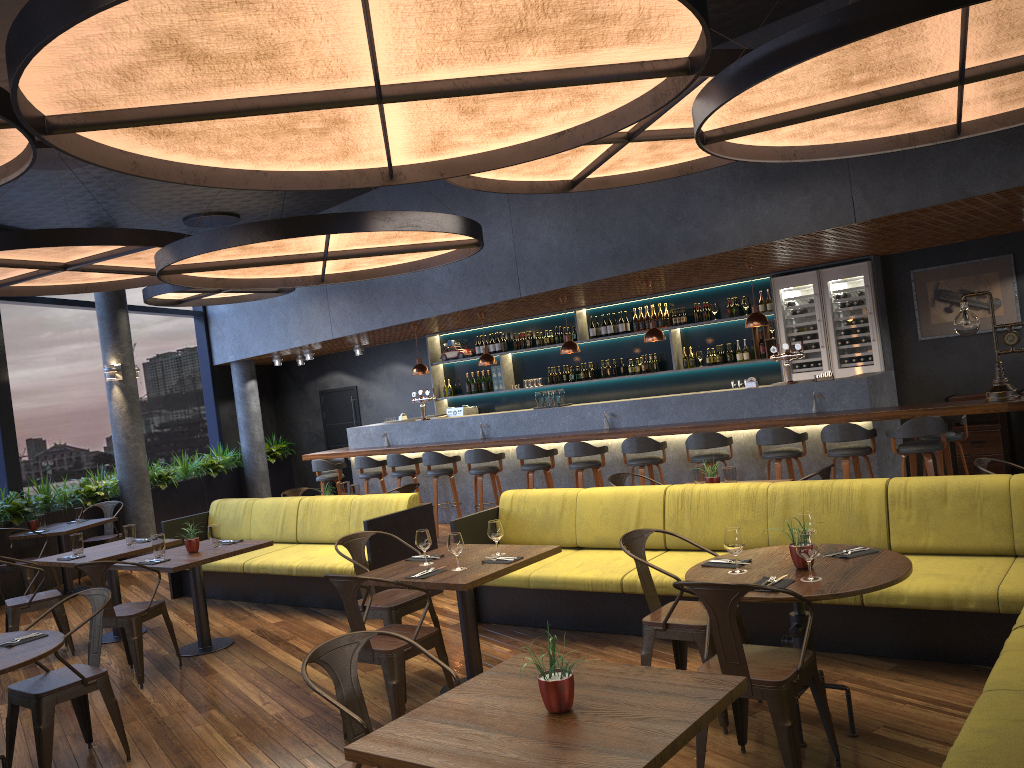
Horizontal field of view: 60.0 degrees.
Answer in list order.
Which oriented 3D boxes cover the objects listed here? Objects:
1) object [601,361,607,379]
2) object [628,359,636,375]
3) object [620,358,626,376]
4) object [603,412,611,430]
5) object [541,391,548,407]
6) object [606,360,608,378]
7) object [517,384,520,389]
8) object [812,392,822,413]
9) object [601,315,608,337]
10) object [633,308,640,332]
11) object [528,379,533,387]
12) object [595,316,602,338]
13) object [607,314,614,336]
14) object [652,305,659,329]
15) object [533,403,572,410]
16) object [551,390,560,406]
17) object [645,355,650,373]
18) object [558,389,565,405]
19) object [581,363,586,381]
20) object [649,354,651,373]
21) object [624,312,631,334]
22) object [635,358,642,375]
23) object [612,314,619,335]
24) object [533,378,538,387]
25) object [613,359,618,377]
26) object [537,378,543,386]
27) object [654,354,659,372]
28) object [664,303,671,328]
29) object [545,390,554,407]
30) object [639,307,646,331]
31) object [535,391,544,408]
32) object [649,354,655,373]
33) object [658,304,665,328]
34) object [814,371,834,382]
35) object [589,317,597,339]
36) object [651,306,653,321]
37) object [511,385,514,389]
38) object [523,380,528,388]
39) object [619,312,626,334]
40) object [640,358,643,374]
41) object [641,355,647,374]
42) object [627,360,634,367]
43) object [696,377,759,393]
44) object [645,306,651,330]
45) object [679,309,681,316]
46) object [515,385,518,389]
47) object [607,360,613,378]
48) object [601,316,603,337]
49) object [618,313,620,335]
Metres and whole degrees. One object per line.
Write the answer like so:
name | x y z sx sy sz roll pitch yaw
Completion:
object | 1.293 -0.205 12.536 0.063 0.254 0.063 -7 0 10
object | 1.658 -0.235 12.298 0.088 0.224 0.088 -7 0 7
object | 1.558 -0.238 12.480 0.063 0.254 0.063 -7 0 -5
object | 1.084 0.416 10.170 0.114 0.203 0.069 -7 0 27
object | 0.420 0.191 11.049 0.105 0.209 0.105 -7 0 -18
object | 1.360 -0.214 12.622 0.063 0.254 0.063 -7 0 25
object | 0.102 0.039 13.503 0.042 0.059 0.042 -7 0 -1
object | 2.987 0.181 8.714 0.114 0.203 0.069 -7 0 -18
object | 1.299 -0.818 12.483 0.085 0.310 0.086 -7 0 -19
object | 1.699 -0.877 12.159 0.084 0.330 0.084 -7 0 44
object | 0.281 -0.014 13.386 0.084 0.119 0.084 -7 0 -8
object | 1.222 -0.808 12.656 0.085 0.310 0.086 -7 0 -38
object | 1.371 -0.826 12.424 0.085 0.310 0.086 -7 0 -25
object | 1.925 -0.905 11.981 0.084 0.330 0.084 -7 0 44
object | 0.502 0.277 10.955 0.437 0.019 0.273 -7 0 37
object | 0.539 0.177 10.817 0.105 0.209 0.105 -7 0 -18
object | 1.856 -0.274 12.190 0.063 0.254 0.063 -7 0 -25
object | 0.603 0.169 10.913 0.105 0.209 0.105 -7 0 -18
object | 1.023 -0.172 12.790 0.063 0.254 0.063 -7 0 -35
object | 1.920 -0.283 12.245 0.063 0.254 0.063 -7 0 -25
object | 1.601 -0.855 12.370 0.085 0.310 0.086 -7 0 -12
object | 1.743 -0.245 12.233 0.088 0.224 0.088 -7 0 -38
object | 1.450 -0.837 12.482 0.085 0.310 0.086 -7 0 -42
object | 0.349 -0.022 13.333 0.084 0.119 0.084 -7 0 -8
object | 1.460 -0.226 12.546 0.063 0.254 0.063 -7 0 10
object | 0.418 -0.030 13.280 0.084 0.119 0.084 -7 0 -8
object | 1.974 -0.289 12.143 0.063 0.254 0.063 -7 0 10
object | 2.098 -0.927 12.007 0.084 0.330 0.084 -7 0 44
object | 0.470 0.185 10.936 0.105 0.209 0.105 -7 0 -18
object | 1.773 -0.887 12.103 0.084 0.330 0.084 -7 0 44
object | 0.346 0.201 10.970 0.105 0.209 0.105 -7 0 -18
object | 1.902 -0.280 12.063 0.063 0.254 0.063 -7 0 45
object | 2.002 -0.915 11.924 0.084 0.330 0.084 -7 0 44
object | 3.108 -0.080 8.829 0.177 0.091 0.091 -7 0 12
object | 1.142 -0.798 12.598 0.085 0.310 0.086 -7 0 -25
object | 1.928 -0.906 12.096 0.084 0.330 0.084 -7 0 44
object | 0.009 0.050 13.574 0.042 0.059 0.042 -7 0 -1
object | 0.214 -0.005 13.437 0.084 0.119 0.084 -7 0 -8
object | 1.526 -0.845 12.309 0.085 0.310 0.086 -7 0 -19
object | 1.812 -0.254 12.322 0.088 0.224 0.088 -7 0 32
object | 1.799 -0.267 12.112 0.063 0.254 0.063 -7 0 30
object | 1.666 -0.228 12.432 0.097 0.206 0.097 -7 0 -21
object | 2.252 0.018 9.512 0.766 0.106 0.200 -7 0 37
object | 1.846 -0.896 12.046 0.084 0.330 0.084 -7 0 44
object | 2.246 -0.892 11.815 0.056 0.227 0.056 -7 0 -1
object | 0.061 0.044 13.488 0.042 0.059 0.042 -7 0 -1
object | 1.372 -0.215 12.474 0.063 0.254 0.063 -7 0 -15
object | 1.300 -0.818 12.595 0.085 0.310 0.086 -7 0 -25
object | 1.527 -0.846 12.429 0.085 0.310 0.086 -7 0 -25
